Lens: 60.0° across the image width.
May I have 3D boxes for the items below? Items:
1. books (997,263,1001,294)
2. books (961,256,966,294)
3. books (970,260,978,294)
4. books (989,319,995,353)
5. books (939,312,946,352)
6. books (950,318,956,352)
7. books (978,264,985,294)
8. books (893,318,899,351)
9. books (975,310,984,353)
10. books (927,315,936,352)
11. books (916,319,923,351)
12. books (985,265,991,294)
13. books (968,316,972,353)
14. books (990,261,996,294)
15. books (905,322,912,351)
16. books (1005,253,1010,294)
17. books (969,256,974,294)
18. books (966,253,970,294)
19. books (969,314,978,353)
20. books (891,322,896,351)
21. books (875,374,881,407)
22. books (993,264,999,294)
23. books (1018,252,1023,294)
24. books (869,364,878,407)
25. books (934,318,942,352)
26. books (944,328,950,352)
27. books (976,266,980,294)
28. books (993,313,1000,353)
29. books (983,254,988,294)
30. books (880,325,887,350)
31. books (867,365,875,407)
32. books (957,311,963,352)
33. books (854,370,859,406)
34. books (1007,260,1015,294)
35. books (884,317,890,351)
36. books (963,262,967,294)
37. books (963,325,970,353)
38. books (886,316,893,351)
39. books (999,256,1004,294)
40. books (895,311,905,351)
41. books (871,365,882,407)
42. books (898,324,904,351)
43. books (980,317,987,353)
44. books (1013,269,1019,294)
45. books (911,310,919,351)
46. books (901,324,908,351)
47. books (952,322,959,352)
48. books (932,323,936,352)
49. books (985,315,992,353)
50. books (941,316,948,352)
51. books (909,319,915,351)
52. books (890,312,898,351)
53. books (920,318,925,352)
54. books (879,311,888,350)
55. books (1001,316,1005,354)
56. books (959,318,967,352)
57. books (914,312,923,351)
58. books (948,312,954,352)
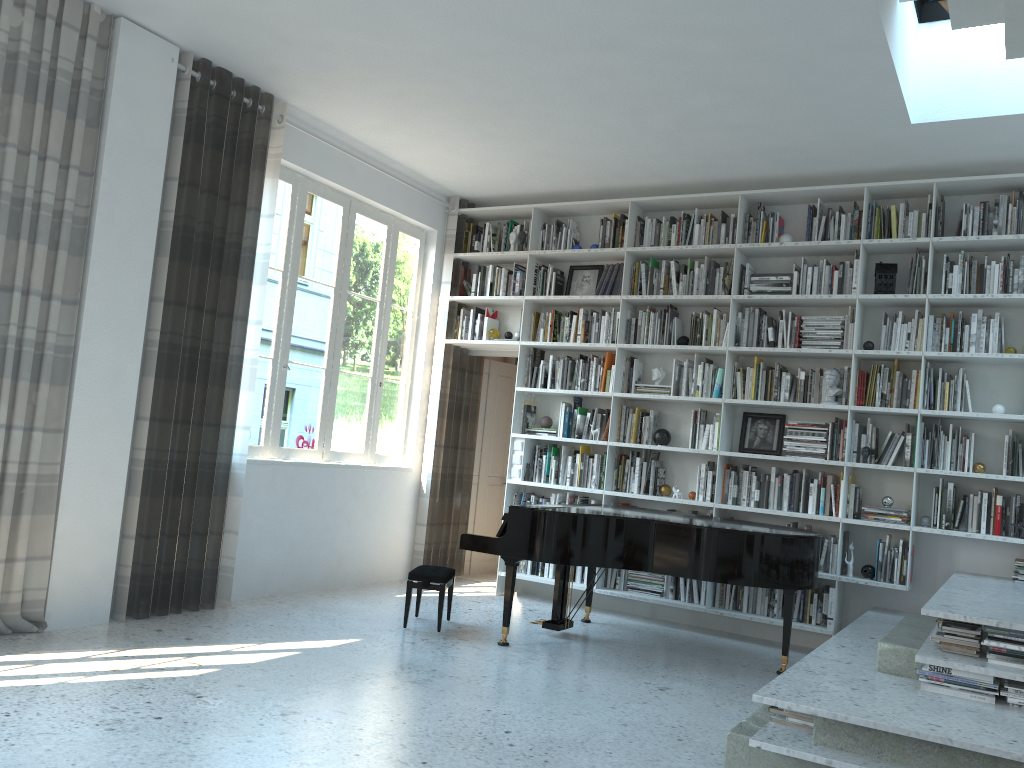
[{"bbox_3d":[3.084,-0.638,5.610,0.011,0.222,0.159,3,-4,30],"label":"books"},{"bbox_3d":[2.910,-0.671,5.712,0.010,0.268,0.166,3,-4,30],"label":"books"},{"bbox_3d":[2.960,-0.655,5.678,0.027,0.241,0.160,3,-4,30],"label":"books"},{"bbox_3d":[3.032,-0.280,5.600,0.021,0.232,0.183,3,-4,30],"label":"books"},{"bbox_3d":[2.795,-0.315,5.754,0.014,0.278,0.154,3,-4,30],"label":"books"},{"bbox_3d":[2.843,-0.292,5.715,0.013,0.236,0.157,3,-4,30],"label":"books"},{"bbox_3d":[3.006,-0.642,5.676,0.028,0.223,0.142,3,-4,30],"label":"books"},{"bbox_3d":[2.556,-0.307,5.878,0.023,0.236,0.178,3,-4,30],"label":"books"},{"bbox_3d":[2.976,-0.314,5.647,0.027,0.295,0.159,3,-4,30],"label":"books"},{"bbox_3d":[2.728,-0.306,5.769,0.028,0.251,0.190,3,-4,30],"label":"books"},{"bbox_3d":[2.670,-0.299,5.793,0.028,0.229,0.177,3,-4,30],"label":"books"},{"bbox_3d":[3.037,-0.637,5.652,0.025,0.216,0.144,3,-4,30],"label":"books"},{"bbox_3d":[2.931,-0.297,5.669,0.011,0.256,0.131,3,-4,30],"label":"books"},{"bbox_3d":[3.053,-0.647,5.630,0.023,0.236,0.149,3,-4,30],"label":"books"},{"bbox_3d":[2.614,-0.291,5.835,0.029,0.211,0.158,3,-4,30],"label":"books"},{"bbox_3d":[3.131,-0.666,5.603,0.012,0.285,0.159,3,-4,30],"label":"books"},{"bbox_3d":[2.957,-0.671,5.710,0.012,0.276,0.133,3,-4,30],"label":"books"},{"bbox_3d":[2.940,-0.682,5.713,0.021,0.296,0.138,3,-4,30],"label":"books"},{"bbox_3d":[2.937,-0.302,5.638,0.030,0.263,0.182,3,-4,30],"label":"books"},{"bbox_3d":[2.544,-0.292,5.889,0.023,0.207,0.171,3,-4,30],"label":"books"},{"bbox_3d":[2.443,0.056,5.897,0.015,0.231,0.180,3,-4,30],"label":"books"},{"bbox_3d":[3.063,-0.634,5.606,0.021,0.209,0.181,3,-4,30],"label":"books"},{"bbox_3d":[3.185,-0.665,5.541,0.029,0.285,0.183,3,-4,30],"label":"books"},{"bbox_3d":[2.415,0.024,5.910,0.035,0.293,0.145,3,-4,30],"label":"books"},{"bbox_3d":[2.776,-0.297,5.768,0.030,0.242,0.138,3,-4,30],"label":"books"},{"bbox_3d":[2.815,-0.264,5.732,0.021,0.178,0.136,3,-4,30],"label":"books"},{"bbox_3d":[2.986,-0.639,5.683,0.014,0.215,0.132,3,-4,30],"label":"books"},{"bbox_3d":[3.048,-0.300,5.580,0.024,0.272,0.169,3,-4,30],"label":"books"},{"bbox_3d":[3.025,-0.671,5.665,0.013,0.284,0.154,3,-4,30],"label":"books"},{"bbox_3d":[2.482,-0.286,5.906,0.028,0.185,0.181,3,-4,30],"label":"books"},{"bbox_3d":[2.412,0.025,5.930,0.035,0.293,0.145,3,-4,30],"label":"books"},{"bbox_3d":[2.870,-0.314,5.682,0.014,0.280,0.177,3,-4,30],"label":"books"},{"bbox_3d":[2.334,0.040,5.977,0.014,0.254,0.161,3,-4,30],"label":"books"},{"bbox_3d":[3.138,-0.644,5.575,0.030,0.237,0.186,3,-4,30],"label":"books"},{"bbox_3d":[2.511,-0.311,5.916,0.024,0.242,0.159,3,-4,30],"label":"books"},{"bbox_3d":[2.922,-0.653,5.713,0.012,0.235,0.165,3,-4,30],"label":"books"},{"bbox_3d":[2.909,-0.267,5.671,0.025,0.194,0.171,3,-4,30],"label":"books"},{"bbox_3d":[2.524,-0.315,5.903,0.028,0.250,0.164,3,-4,30],"label":"books"},{"bbox_3d":[3.097,-0.659,5.607,0.012,0.264,0.156,3,-4,30],"label":"books"},{"bbox_3d":[2.562,-0.328,5.852,0.028,0.275,0.187,3,-4,30],"label":"books"},{"bbox_3d":[2.434,0.026,5.917,0.035,0.293,0.145,3,-4,30],"label":"books"},{"bbox_3d":[2.578,-0.286,5.851,0.024,0.194,0.173,3,-4,30],"label":"books"},{"bbox_3d":[2.989,-0.289,5.619,0.025,0.244,0.183,3,-4,30],"label":"books"},{"bbox_3d":[3.162,-0.614,5.563,0.027,0.181,0.176,3,-4,30],"label":"books"},{"bbox_3d":[2.654,-0.330,5.827,0.028,0.293,0.154,3,-4,30],"label":"books"},{"bbox_3d":[2.595,-0.285,5.844,0.027,0.196,0.185,3,-4,30],"label":"books"},{"bbox_3d":[2.859,-0.280,5.707,0.026,0.215,0.161,3,-4,30],"label":"books"},{"bbox_3d":[2.758,-0.282,5.781,0.013,0.209,0.140,3,-4,30],"label":"books"},{"bbox_3d":[3.020,-0.294,5.625,0.024,0.262,0.133,3,-4,30],"label":"books"},{"bbox_3d":[2.797,-0.301,5.732,0.014,0.247,0.176,3,-4,30],"label":"books"},{"bbox_3d":[2.635,-0.301,5.832,0.024,0.233,0.150,3,-4,30],"label":"books"},{"bbox_3d":[2.539,-0.327,5.898,0.019,0.275,0.146,3,-4,30],"label":"books"},{"bbox_3d":[2.694,-0.300,5.797,0.026,0.237,0.173,3,-4,30],"label":"books"},{"bbox_3d":[2.486,-0.334,5.934,0.018,0.285,0.159,3,-4,30],"label":"books"},{"bbox_3d":[3.091,-0.286,5.580,0.034,0.254,0.161,3,-4,30],"label":"books"},{"bbox_3d":[2.887,-0.291,5.677,0.022,0.237,0.164,3,-4,30],"label":"books"},{"bbox_3d":[2.666,-0.321,5.816,0.025,0.277,0.173,3,-4,30],"label":"books"},{"bbox_3d":[2.843,-0.314,5.740,0.014,0.283,0.135,3,-4,30],"label":"books"}]
